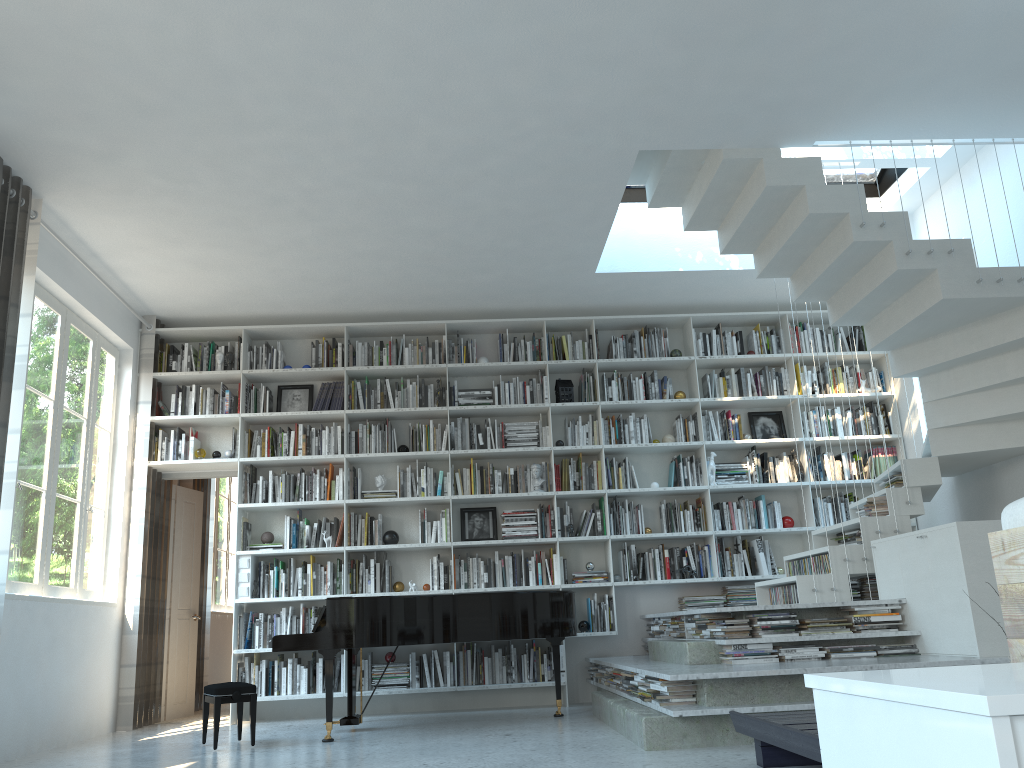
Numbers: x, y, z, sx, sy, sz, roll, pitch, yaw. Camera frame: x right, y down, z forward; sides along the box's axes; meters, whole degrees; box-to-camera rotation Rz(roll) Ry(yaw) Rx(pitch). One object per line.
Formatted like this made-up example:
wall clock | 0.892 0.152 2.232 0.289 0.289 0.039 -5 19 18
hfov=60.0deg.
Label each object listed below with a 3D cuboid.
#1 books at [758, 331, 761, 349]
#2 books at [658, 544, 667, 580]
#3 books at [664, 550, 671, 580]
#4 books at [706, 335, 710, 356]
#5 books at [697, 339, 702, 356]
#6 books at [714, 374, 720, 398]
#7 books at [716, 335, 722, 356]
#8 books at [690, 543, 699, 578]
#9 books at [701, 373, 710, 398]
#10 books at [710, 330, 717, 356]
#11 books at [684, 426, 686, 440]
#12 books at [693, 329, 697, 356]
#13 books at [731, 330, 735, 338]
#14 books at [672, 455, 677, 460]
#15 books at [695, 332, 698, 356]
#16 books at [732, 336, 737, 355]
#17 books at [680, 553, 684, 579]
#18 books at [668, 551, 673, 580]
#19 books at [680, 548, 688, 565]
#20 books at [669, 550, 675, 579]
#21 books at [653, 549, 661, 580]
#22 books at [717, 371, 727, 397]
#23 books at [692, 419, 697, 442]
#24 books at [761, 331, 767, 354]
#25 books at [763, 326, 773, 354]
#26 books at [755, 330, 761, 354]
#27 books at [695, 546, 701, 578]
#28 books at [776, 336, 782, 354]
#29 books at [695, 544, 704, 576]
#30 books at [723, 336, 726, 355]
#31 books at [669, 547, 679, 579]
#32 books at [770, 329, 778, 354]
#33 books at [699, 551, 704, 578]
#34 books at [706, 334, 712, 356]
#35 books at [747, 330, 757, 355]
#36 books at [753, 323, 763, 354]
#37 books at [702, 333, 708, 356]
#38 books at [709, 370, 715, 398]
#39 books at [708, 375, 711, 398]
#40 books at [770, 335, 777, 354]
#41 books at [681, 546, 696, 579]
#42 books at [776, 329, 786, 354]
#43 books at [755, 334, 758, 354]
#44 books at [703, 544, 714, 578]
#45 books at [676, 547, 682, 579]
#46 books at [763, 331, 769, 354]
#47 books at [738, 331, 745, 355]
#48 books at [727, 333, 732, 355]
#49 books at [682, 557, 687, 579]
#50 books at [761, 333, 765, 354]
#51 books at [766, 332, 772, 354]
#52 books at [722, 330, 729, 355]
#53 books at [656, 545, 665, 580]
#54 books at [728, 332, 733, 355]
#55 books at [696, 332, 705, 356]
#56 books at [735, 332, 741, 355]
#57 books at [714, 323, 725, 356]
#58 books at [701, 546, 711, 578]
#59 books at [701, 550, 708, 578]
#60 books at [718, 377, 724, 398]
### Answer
books | 2.148 -0.319 7.775 0.017 0.258 0.136 -2 -15 -3
books | 1.226 1.458 7.229 0.012 0.292 0.175 -2 -15 -3
books | 1.248 1.481 7.226 0.031 0.243 0.185 -2 -15 -3
books | 1.688 -0.294 7.732 0.024 0.230 0.169 -2 -15 -3
books | 1.616 -0.272 7.707 0.022 0.182 0.190 -2 -15 -3
books | 1.756 0.052 7.656 0.026 0.250 0.131 -2 -15 -3
books | 1.790 -0.297 7.740 0.030 0.230 0.148 -2 -15 -3
books | 1.491 1.453 7.260 0.013 0.293 0.135 -2 -15 -3
books | 1.673 0.051 7.645 0.012 0.253 0.161 -2 -15 -3
books | 1.750 -0.319 7.742 0.048 0.277 0.150 -2 -15 -3
books | 1.454 0.430 7.554 0.011 0.227 0.132 -2 -15 -3
books | 1.573 -0.320 7.737 0.028 0.293 0.150 -2 -15 -3
books | 1.934 -0.321 7.769 0.012 0.278 0.153 -2 -15 -3
books | 1.381 0.755 7.454 0.016 0.289 0.135 -2 -15 -3
books | 1.594 -0.303 7.743 0.014 0.263 0.140 -2 -15 -3
books | 1.920 -0.290 7.733 0.024 0.201 0.190 -2 -15 -3
books | 1.372 1.497 7.242 0.022 0.210 0.136 -2 -15 -3
books | 1.275 1.487 7.241 0.025 0.237 0.157 -2 -15 -3
books | 1.412 1.476 7.245 0.012 0.248 0.165 -2 -15 -3
books | 1.298 1.486 7.249 0.021 0.242 0.131 -2 -15 -3
books | 1.171 1.480 7.223 0.025 0.252 0.182 -2 -15 -3
books | 1.808 0.040 7.643 0.026 0.260 0.168 -2 -15 -3
books | 1.537 0.426 7.541 0.013 0.220 0.156 -2 -15 -3
books | 2.185 -0.319 7.761 0.031 0.248 0.165 -2 -15 -3
books | 2.243 -0.342 7.784 0.020 0.298 0.131 -2 -15 -3
books | 2.132 -0.319 7.760 0.016 0.251 0.189 -2 -15 -3
books | 1.508 1.467 7.258 0.021 0.264 0.150 -2 -15 -3
books | 2.323 -0.300 7.787 0.031 0.210 0.132 -2 -15 -3
books | 1.537 1.461 7.275 0.012 0.281 0.144 -2 -15 -3
books | 1.834 -0.290 7.753 0.030 0.220 0.133 -2 -15 -3
books | 1.321 1.471 7.237 0.026 0.261 0.174 -2 -15 -3
books | 2.294 -0.333 7.788 0.025 0.278 0.136 -2 -15 -3
books | 1.527 1.485 7.241 0.013 0.219 0.169 -2 -15 -3
books | 1.713 -0.299 7.752 0.027 0.249 0.140 -2 -15 -3
books | 2.099 -0.322 7.750 0.019 0.255 0.169 -2 -15 -3
books | 2.159 -0.353 7.770 0.007 0.320 0.166 -2 -15 -3
books | 1.663 -0.301 7.724 0.026 0.241 0.185 -2 -15 -3
books | 1.717 0.035 7.649 0.051 0.281 0.167 -2 -15 -3
books | 1.686 0.058 7.641 0.013 0.236 0.142 -2 -15 -3
books | 2.270 -0.303 7.761 0.029 0.209 0.170 -2 -15 -3
books | 1.451 1.465 7.245 0.070 0.265 0.186 -2 -15 -3
books | 2.352 -0.331 7.774 0.026 0.262 0.163 -2 -15 -3
books | 2.113 -0.305 7.749 0.008 0.220 0.183 -2 -15 -3
books | 1.607 1.457 7.254 0.025 0.271 0.171 -2 -15 -3
books | 1.347 1.472 7.246 0.026 0.262 0.170 -2 -15 -3
books | 2.208 -0.320 7.778 0.017 0.256 0.147 -2 -15 -3
books | 1.986 -0.316 7.754 0.030 0.257 0.165 -2 -15 -3
books | 1.874 -0.304 7.739 0.022 0.235 0.172 -2 -15 -3
books | 1.396 1.509 7.233 0.025 0.180 0.169 -2 -15 -3
books | 2.168 -0.310 7.750 0.007 0.225 0.170 -2 -15 -3
books | 2.227 -0.316 7.756 0.018 0.234 0.187 -2 -15 -3
books | 1.856 -0.316 7.741 0.014 0.261 0.169 -2 -15 -3
books | 1.213 1.468 7.248 0.012 0.284 0.160 -2 -15 -3
books | 1.895 -0.311 7.751 0.021 0.253 0.152 -2 -15 -3
books | 1.637 -0.303 7.728 0.025 0.250 0.178 -2 -15 -3
books | 1.965 -0.310 7.765 0.012 0.253 0.161 -2 -15 -3
books | 1.811 -0.349 7.744 0.014 0.331 0.181 -2 -15 -3
books | 1.583 1.465 7.251 0.026 0.257 0.157 -2 -15 -3
books | 1.558 1.478 7.239 0.025 0.227 0.176 -2 -15 -3
books | 1.783 0.065 7.630 0.025 0.207 0.176 -2 -15 -3
